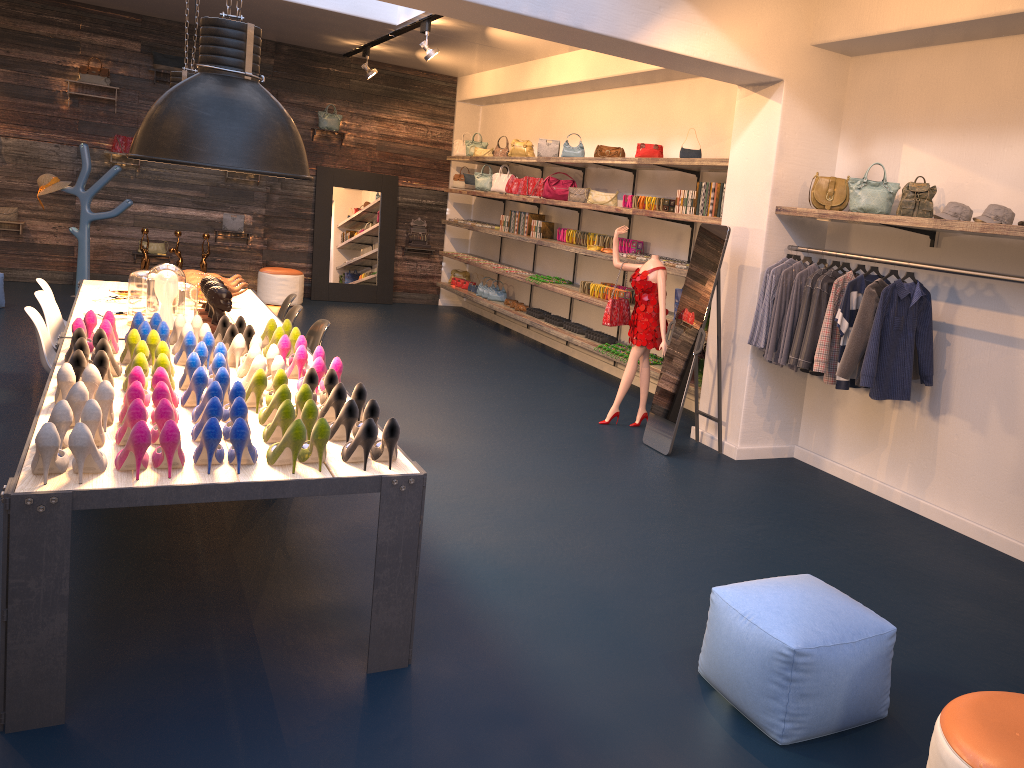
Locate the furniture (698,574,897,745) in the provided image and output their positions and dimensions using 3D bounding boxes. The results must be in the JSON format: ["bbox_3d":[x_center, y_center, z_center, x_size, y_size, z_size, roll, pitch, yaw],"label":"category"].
[{"bbox_3d":[1.092,0.998,3.326,0.696,0.418,0.609,1,12,-28],"label":"furniture"}]

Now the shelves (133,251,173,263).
[{"bbox_3d":[-4.744,-1.644,11.462,0.484,0.155,0.231,1,12,-28],"label":"shelves"}]

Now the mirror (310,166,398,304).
[{"bbox_3d":[-2.302,-2.162,12.751,1.241,1.898,0.251,2,8,-29],"label":"mirror"}]

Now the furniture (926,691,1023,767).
[{"bbox_3d":[1.460,1.200,2.440,0.618,0.475,0.549,2,11,-24],"label":"furniture"}]

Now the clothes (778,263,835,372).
[{"bbox_3d":[2.203,-0.480,6.288,0.569,0.793,0.177,1,9,-33],"label":"clothes"}]

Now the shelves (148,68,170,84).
[{"bbox_3d":[-4.443,-3.945,11.227,0.484,0.177,0.231,1,12,-28],"label":"shelves"}]

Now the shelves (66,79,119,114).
[{"bbox_3d":[-5.237,-3.583,10.843,0.599,0.313,0.230,1,10,-29],"label":"shelves"}]

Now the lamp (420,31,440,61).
[{"bbox_3d":[-0.867,-3.519,9.093,0.232,0.324,0.189,9,9,15],"label":"lamp"}]

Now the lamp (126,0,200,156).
[{"bbox_3d":[-2.151,-2.307,5.823,0.686,1.630,0.720,7,8,9],"label":"lamp"}]

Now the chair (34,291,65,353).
[{"bbox_3d":[-2.846,-0.197,5.766,0.575,0.793,0.445,3,9,-20],"label":"chair"}]

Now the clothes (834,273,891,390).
[{"bbox_3d":[2.388,-0.349,5.876,0.605,0.786,0.116,2,8,-28],"label":"clothes"}]

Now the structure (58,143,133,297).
[{"bbox_3d":[-4.996,-1.917,10.251,0.976,1.789,0.172,6,7,-4],"label":"structure"}]

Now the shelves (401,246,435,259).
[{"bbox_3d":[-1.439,-2.000,13.262,0.484,0.155,0.231,1,12,-28],"label":"shelves"}]

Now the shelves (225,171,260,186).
[{"bbox_3d":[-3.681,-2.830,11.875,0.531,0.182,0.190,1,11,-29],"label":"shelves"}]

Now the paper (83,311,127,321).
[{"bbox_3d":[-2.374,-0.456,5.604,0.323,0.014,0.755,10,12,15],"label":"paper"}]

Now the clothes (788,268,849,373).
[{"bbox_3d":[2.250,-0.438,6.155,0.702,0.746,0.121,2,8,-28],"label":"clothes"}]

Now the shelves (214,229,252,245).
[{"bbox_3d":[-3.833,-2.011,11.912,0.484,0.181,0.231,1,12,-28],"label":"shelves"}]

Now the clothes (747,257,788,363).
[{"bbox_3d":[2.030,-0.555,6.581,0.581,0.806,0.114,1,8,-30],"label":"clothes"}]

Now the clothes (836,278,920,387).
[{"bbox_3d":[2.457,-0.329,5.736,0.755,0.728,0.162,1,9,-31],"label":"clothes"}]

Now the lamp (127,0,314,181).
[{"bbox_3d":[-1.130,-1.700,3.539,0.757,1.630,0.650,1,10,-36],"label":"lamp"}]

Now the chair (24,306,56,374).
[{"bbox_3d":[-2.597,-0.048,5.203,0.584,0.793,0.438,2,9,-28],"label":"chair"}]

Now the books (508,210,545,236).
[{"bbox_3d":[0.186,-2.073,11.227,0.256,0.285,0.602,2,12,-27],"label":"books"}]

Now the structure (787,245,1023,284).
[{"bbox_3d":[3.720,-0.065,2.924,0.041,0.038,8.219,2,13,-24],"label":"structure"}]

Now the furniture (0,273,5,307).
[{"bbox_3d":[-5.613,-0.996,8.835,0.632,0.418,0.673,9,11,12],"label":"furniture"}]

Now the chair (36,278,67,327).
[{"bbox_3d":[-3.138,-0.348,6.312,0.584,0.793,0.438,2,9,-28],"label":"chair"}]

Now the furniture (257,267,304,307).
[{"bbox_3d":[-3.120,-1.318,11.716,0.618,0.475,0.549,2,11,-24],"label":"furniture"}]

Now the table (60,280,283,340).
[{"bbox_3d":[-2.344,-0.167,6.065,1.323,0.731,2.394,2,13,-26],"label":"table"}]

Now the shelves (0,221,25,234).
[{"bbox_3d":[-6.222,-1.922,10.585,0.484,0.142,0.231,1,12,-28],"label":"shelves"}]

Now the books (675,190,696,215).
[{"bbox_3d":[1.618,-1.618,7.767,0.193,0.208,0.300,2,11,-25],"label":"books"}]

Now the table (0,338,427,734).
[{"bbox_3d":[-1.388,0.402,3.920,1.323,0.731,2.394,2,13,-26],"label":"table"}]

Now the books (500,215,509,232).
[{"bbox_3d":[-0.025,-2.140,11.614,0.193,0.208,0.300,2,11,-25],"label":"books"}]

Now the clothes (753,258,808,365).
[{"bbox_3d":[2.056,-0.540,6.524,0.581,0.806,0.114,1,8,-30],"label":"clothes"}]

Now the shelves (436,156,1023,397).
[{"bbox_3d":[-1.515,-0.531,4.285,9.256,2.200,15.878,1,13,-26],"label":"shelves"}]

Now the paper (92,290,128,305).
[{"bbox_3d":[-2.734,-0.623,6.188,0.351,0.014,0.695,4,12,-16],"label":"paper"}]

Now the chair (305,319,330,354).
[{"bbox_3d":[-1.527,-0.036,5.783,0.587,0.793,0.434,1,10,-34],"label":"chair"}]

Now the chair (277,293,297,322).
[{"bbox_3d":[-2.031,-0.335,6.910,0.582,0.793,0.439,2,9,-26],"label":"chair"}]

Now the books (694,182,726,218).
[{"bbox_3d":[1.829,-1.551,7.379,0.256,0.285,0.602,2,12,-27],"label":"books"}]

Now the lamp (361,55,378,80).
[{"bbox_3d":[-1.866,-4.114,11.332,0.232,0.324,0.189,9,9,15],"label":"lamp"}]

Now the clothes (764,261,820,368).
[{"bbox_3d":[2.142,-0.516,6.424,0.569,0.793,0.177,1,9,-33],"label":"clothes"}]

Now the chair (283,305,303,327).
[{"bbox_3d":[-1.841,-0.188,6.319,0.584,0.793,0.438,2,9,-28],"label":"chair"}]

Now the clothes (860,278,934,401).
[{"bbox_3d":[2.516,-0.284,5.602,0.724,0.788,0.164,1,9,-30],"label":"clothes"}]

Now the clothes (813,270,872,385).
[{"bbox_3d":[2.350,-0.383,5.969,0.724,0.788,0.164,1,9,-30],"label":"clothes"}]

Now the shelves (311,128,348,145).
[{"bbox_3d":[-2.601,-3.514,12.337,0.484,0.175,0.231,1,12,-28],"label":"shelves"}]

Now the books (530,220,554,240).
[{"bbox_3d":[0.378,-1.923,10.823,0.195,0.210,0.310,2,11,-26],"label":"books"}]

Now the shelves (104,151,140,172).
[{"bbox_3d":[-4.960,-2.847,11.128,0.484,0.208,0.231,1,11,-28],"label":"shelves"}]

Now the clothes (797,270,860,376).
[{"bbox_3d":[2.286,-0.417,6.073,0.702,0.746,0.121,2,8,-28],"label":"clothes"}]

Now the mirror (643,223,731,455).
[{"bbox_3d":[1.418,-0.357,6.707,0.560,1.747,0.474,2,8,-27],"label":"mirror"}]

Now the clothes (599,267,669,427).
[{"bbox_3d":[1.076,-0.313,7.237,0.499,1.371,0.322,0,10,-40],"label":"clothes"}]
